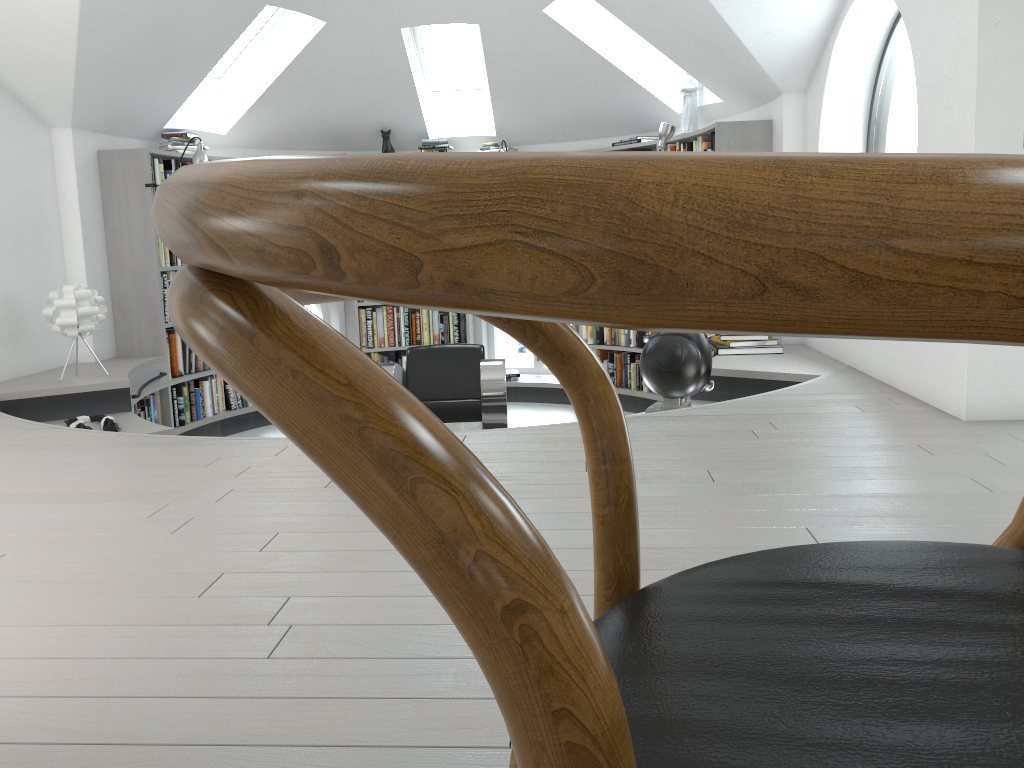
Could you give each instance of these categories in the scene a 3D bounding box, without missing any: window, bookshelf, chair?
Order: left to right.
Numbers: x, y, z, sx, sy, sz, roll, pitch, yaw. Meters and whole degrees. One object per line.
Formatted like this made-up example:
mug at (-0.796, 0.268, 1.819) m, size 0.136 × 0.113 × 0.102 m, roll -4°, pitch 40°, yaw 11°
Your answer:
window at (-0.879, -0.536, 7.720) m, size 3.231 × 1.146 × 0.619 m, roll -4°, pitch 8°, yaw -10°
chair at (-0.441, 0.138, 5.620) m, size 0.823 × 0.716 × 0.744 m, roll -2°, pitch 9°, yaw -1°
window at (-0.507, -2.571, 6.545) m, size 4.054 × 0.710 × 1.941 m, roll -1°, pitch 9°, yaw 4°
bookshelf at (-0.444, -0.823, 6.781) m, size 4.332 × 1.873 × 2.117 m, roll -1°, pitch 9°, yaw 4°
chair at (0.186, 0.262, 0.425) m, size 0.621 × 0.732 × 0.529 m, roll -1°, pitch 8°, yaw 8°
window at (1.963, -1.112, 4.197) m, size 0.104 × 1.464 × 1.477 m, roll -1°, pitch 9°, yaw 4°

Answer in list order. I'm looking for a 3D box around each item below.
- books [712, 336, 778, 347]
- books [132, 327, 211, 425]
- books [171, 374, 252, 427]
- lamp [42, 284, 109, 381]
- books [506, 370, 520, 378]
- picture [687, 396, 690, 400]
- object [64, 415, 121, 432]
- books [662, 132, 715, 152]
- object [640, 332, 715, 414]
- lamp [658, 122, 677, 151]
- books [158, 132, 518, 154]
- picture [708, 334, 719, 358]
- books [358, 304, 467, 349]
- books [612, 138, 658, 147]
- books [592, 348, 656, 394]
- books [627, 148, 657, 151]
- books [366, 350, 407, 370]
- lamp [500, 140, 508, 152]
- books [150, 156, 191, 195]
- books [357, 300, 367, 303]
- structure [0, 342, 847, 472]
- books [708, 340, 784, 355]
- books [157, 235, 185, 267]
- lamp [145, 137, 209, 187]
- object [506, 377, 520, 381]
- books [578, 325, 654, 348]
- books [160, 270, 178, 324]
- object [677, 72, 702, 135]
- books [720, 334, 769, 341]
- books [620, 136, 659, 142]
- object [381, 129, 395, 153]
books at (1.350, -0.253, 5.157) m, size 0.286 × 0.034 × 0.306 m, roll -3°, pitch 9°, yaw -5°
books at (-2.366, -0.058, 6.205) m, size 0.390 × 0.693 × 1.647 m, roll 0°, pitch 9°, yaw 14°
books at (-2.289, 0.077, 6.547) m, size 0.283 × 0.318 × 0.922 m, roll 1°, pitch 10°, yaw 23°
lamp at (-2.460, -0.297, 5.017) m, size 0.305 × 0.523 × 0.307 m, roll -3°, pitch 8°, yaw -7°
books at (-0.076, -0.087, 7.718) m, size 0.268 × 0.029 × 0.254 m, roll -3°, pitch 9°, yaw -5°
picture at (1.200, 0.138, 5.756) m, size 0.107 × 0.553 × 0.491 m, roll -3°, pitch 8°, yaw -5°
object at (-2.102, 0.209, 4.435) m, size 0.218 × 0.082 × 0.474 m, roll -8°, pitch 11°, yaw -32°
books at (1.332, -1.494, 6.020) m, size 0.293 × 0.361 × 1.018 m, roll -4°, pitch 9°, yaw -13°
object at (0.760, -0.113, 4.138) m, size 0.320 × 0.560 × 0.321 m, roll -5°, pitch 9°, yaw -22°
lamp at (1.121, -1.492, 5.954) m, size 0.275 × 0.523 × 0.113 m, roll -3°, pitch 8°, yaw -5°
books at (-1.331, -1.876, 7.077) m, size 2.817 × 0.173 × 0.750 m, roll -6°, pitch 10°, yaw -25°
picture at (1.251, -0.051, 5.907) m, size 0.090 × 0.859 × 0.581 m, roll -3°, pitch 8°, yaw -6°
books at (-0.837, -0.517, 7.635) m, size 1.032 × 0.356 × 0.294 m, roll -4°, pitch 9°, yaw -10°
books at (0.996, -1.843, 6.797) m, size 0.317 × 0.036 × 0.337 m, roll -8°, pitch 11°, yaw -32°
books at (1.059, -0.094, 6.860) m, size 0.360 × 0.310 × 1.501 m, roll -8°, pitch 11°, yaw -33°
books at (0.870, -1.624, 6.889) m, size 0.306 × 0.366 × 0.971 m, roll -10°, pitch 12°, yaw -41°
books at (-0.840, -0.157, 7.676) m, size 1.019 × 0.305 × 0.289 m, roll -4°, pitch 9°, yaw -11°
lamp at (-0.028, -1.670, 7.157) m, size 0.113 × 0.564 × 0.359 m, roll -1°, pitch 8°, yaw 11°
books at (-2.357, -1.404, 6.294) m, size 0.300 × 0.360 × 1.037 m, roll 1°, pitch 10°, yaw 20°
books at (-0.864, -0.897, 7.579) m, size 0.998 × 0.350 × 0.298 m, roll -4°, pitch 9°, yaw -12°
structure at (-0.517, 0.162, 5.522) m, size 4.720 × 0.690 × 4.718 m, roll -10°, pitch 12°, yaw -40°
books at (1.351, -0.217, 5.162) m, size 0.365 × 0.042 × 0.389 m, roll -1°, pitch 9°, yaw 4°
books at (-2.349, -1.024, 6.367) m, size 0.303 × 0.346 × 1.092 m, roll 1°, pitch 10°, yaw 20°
lamp at (-2.192, -1.455, 5.815) m, size 0.414 × 0.311 × 0.117 m, roll -2°, pitch 8°, yaw 1°
object at (-0.075, -0.057, 7.723) m, size 0.226 × 0.036 × 0.214 m, roll 2°, pitch 10°, yaw 21°
books at (0.897, -0.489, 7.054) m, size 0.272 × 0.349 × 0.873 m, roll -10°, pitch 12°, yaw -43°
books at (-2.305, -0.647, 6.379) m, size 0.260 × 0.358 × 1.024 m, roll 1°, pitch 10°, yaw 21°
object at (1.239, -1.971, 6.188) m, size 0.179 × 0.471 × 0.180 m, roll 0°, pitch 8°, yaw 13°
books at (1.348, -0.285, 5.153) m, size 0.269 × 0.031 × 0.287 m, roll 0°, pitch 10°, yaw 14°
books at (0.995, -1.870, 6.793) m, size 0.233 × 0.027 × 0.248 m, roll -6°, pitch 10°, yaw -23°
object at (-1.026, -1.984, 7.402) m, size 0.147 × 0.264 × 0.202 m, roll -2°, pitch 8°, yaw 1°
